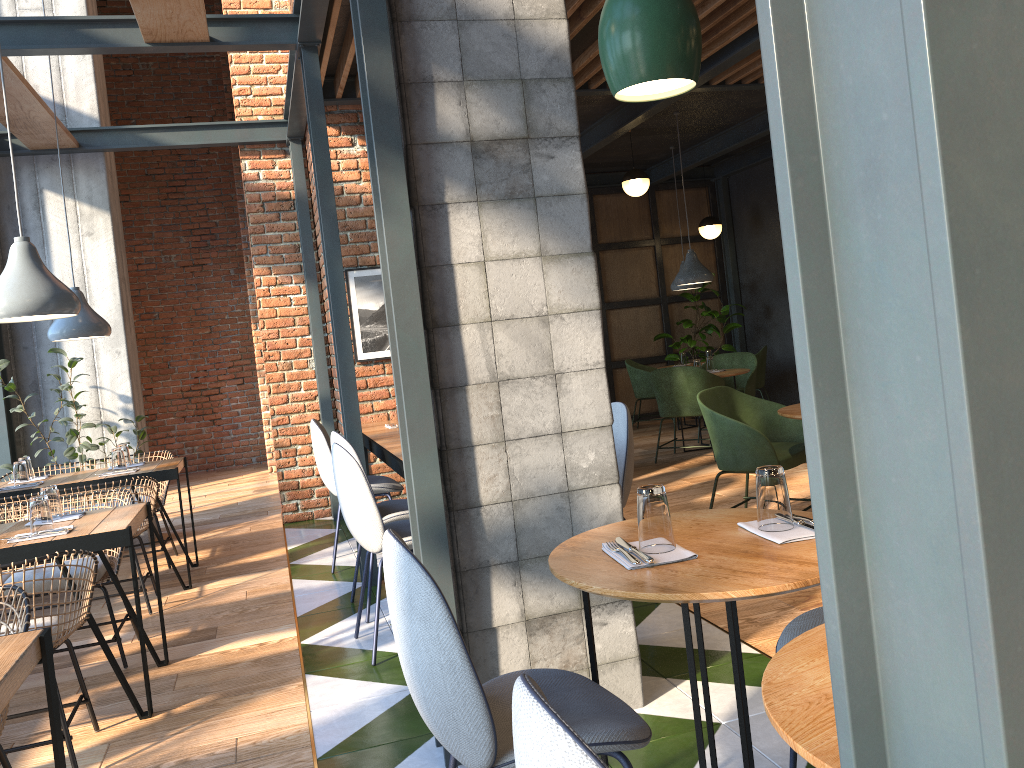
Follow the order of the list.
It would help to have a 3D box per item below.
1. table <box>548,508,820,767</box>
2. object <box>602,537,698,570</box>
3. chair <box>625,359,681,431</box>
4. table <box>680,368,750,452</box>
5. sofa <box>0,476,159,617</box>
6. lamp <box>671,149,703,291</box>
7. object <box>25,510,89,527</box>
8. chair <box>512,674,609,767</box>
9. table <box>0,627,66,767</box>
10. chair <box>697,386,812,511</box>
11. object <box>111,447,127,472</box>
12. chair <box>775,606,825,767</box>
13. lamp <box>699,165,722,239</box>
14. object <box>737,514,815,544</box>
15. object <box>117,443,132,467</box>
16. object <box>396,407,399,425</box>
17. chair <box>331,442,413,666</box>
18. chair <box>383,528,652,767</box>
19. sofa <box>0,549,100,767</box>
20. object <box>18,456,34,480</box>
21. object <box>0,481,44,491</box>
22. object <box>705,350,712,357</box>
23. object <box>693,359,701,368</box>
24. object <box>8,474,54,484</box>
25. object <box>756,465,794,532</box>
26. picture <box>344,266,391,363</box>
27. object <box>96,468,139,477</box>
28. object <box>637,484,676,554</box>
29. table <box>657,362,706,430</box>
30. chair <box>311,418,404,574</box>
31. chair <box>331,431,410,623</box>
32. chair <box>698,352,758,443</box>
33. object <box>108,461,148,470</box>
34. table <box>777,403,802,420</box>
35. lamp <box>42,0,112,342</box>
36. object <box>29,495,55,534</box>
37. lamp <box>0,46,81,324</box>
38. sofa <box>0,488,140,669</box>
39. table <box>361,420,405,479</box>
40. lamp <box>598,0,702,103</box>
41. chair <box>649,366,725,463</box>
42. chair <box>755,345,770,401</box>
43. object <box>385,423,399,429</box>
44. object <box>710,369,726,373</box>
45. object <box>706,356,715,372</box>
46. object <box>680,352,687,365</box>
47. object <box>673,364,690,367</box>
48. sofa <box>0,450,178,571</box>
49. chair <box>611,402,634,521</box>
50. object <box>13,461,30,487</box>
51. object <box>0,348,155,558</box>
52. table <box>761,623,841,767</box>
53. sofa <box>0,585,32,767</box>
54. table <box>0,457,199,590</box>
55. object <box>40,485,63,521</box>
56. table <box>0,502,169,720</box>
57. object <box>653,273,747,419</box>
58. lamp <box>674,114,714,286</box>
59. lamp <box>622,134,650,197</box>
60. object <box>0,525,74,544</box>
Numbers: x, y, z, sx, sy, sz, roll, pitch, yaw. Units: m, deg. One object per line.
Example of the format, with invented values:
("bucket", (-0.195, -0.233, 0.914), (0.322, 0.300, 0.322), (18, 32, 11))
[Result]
("table", (0.470, 0.724, 1.958), (0.700, 0.746, 0.700), (-7, 2, -5))
("object", (0.293, 0.360, 1.940), (0.157, 0.019, 0.243), (-7, 3, -10))
("chair", (1.579, 0.105, 9.950), (0.514, 0.818, 0.640), (-6, 2, 16))
("table", (1.816, 0.247, 8.155), (0.806, 0.687, 0.810), (-5, 2, 26))
("sofa", (-2.434, 0.906, 4.705), (1.093, 0.732, 0.470), (-7, 1, -16))
("lamp", (1.679, -3.275, 9.763), (0.352, 4.488, 0.353), (-6, 1, 20))
("object", (-1.869, 0.550, 3.658), (0.243, 0.019, 0.157), (-7, 3, -14))
("chair", (0.295, 0.729, 0.984), (0.508, 0.887, 0.418), (-7, 1, -15))
("table", (-1.544, 0.997, 1.560), (1.273, 0.705, 0.658), (-7, 2, -16))
("chair", (1.372, 0.416, 4.916), (0.514, 0.818, 0.640), (-5, 2, 39))
("object", (-2.311, 0.446, 5.201), (0.080, 0.138, 0.080), (-8, 2, -42))
("chair", (0.887, 0.599, 2.074), (0.508, 0.887, 0.418), (-7, 1, -10))
("lamp", (2.127, -3.582, 10.377), (0.268, 3.792, 0.269), (-6, 1, 27))
("object", (0.623, 0.320, 1.983), (0.157, 0.019, 0.243), (-7, 3, -10))
("object", (-2.401, 0.440, 5.474), (0.080, 0.138, 0.080), (-8, 2, -42))
("object", (-0.681, 0.183, 5.486), (0.080, 0.138, 0.080), (-6, 1, 6))
("chair", (-0.472, 0.656, 3.793), (0.508, 0.887, 0.418), (-7, 1, -19))
("chair", (0.026, 0.710, 1.862), (0.508, 0.887, 0.418), (-7, 1, -15))
("sofa", (-1.910, 0.952, 2.852), (1.093, 0.732, 0.470), (-7, 1, -16))
("object", (-2.925, 0.509, 5.325), (0.080, 0.138, 0.080), (-8, 2, -42))
("object", (-2.799, 0.577, 5.036), (0.243, 0.019, 0.157), (-7, 3, -17))
("object", (2.162, -0.304, 9.726), (0.080, 0.138, 0.080), (-7, 1, -8))
("object", (1.680, -0.153, 8.035), (0.080, 0.138, 0.080), (-6, 1, 22))
("object", (-2.904, 0.571, 5.353), (0.243, 0.019, 0.157), (-7, 3, -15))
("object", (0.588, 0.256, 1.999), (0.080, 0.138, 0.080), (-5, 2, 42))
("picture", (-0.885, -0.483, 6.015), (0.430, 0.631, 0.015), (-7, 1, -16))
("object", (-2.309, 0.513, 5.176), (0.243, 0.019, 0.157), (-7, 3, -15))
("object", (0.310, 0.292, 1.932), (0.080, 0.138, 0.080), (-7, 2, -38))
("table", (2.048, 0.127, 9.788), (0.808, 0.687, 0.807), (-7, 2, -16))
("chair", (-0.909, 0.619, 5.327), (0.508, 0.887, 0.418), (-7, 1, -9))
("chair", (-0.591, 0.638, 4.356), (0.508, 0.887, 0.418), (-7, 1, -19))
("chair", (2.102, 0.122, 8.604), (0.637, 0.818, 0.516), (-5, 2, 34))
("object", (-2.380, 0.503, 5.503), (0.243, 0.019, 0.157), (-7, 3, -15))
("table", (1.833, 0.448, 4.591), (0.806, 0.687, 0.809), (-6, 2, 15))
("lamp", (-2.877, -2.504, 5.366), (0.352, 4.488, 0.353), (-6, 1, 20))
("object", (-1.776, 0.491, 3.338), (0.080, 0.138, 0.080), (-7, 1, -14))
("lamp", (-2.101, -2.479, 3.383), (0.352, 4.488, 0.354), (-6, 1, 36))
("sofa", (-2.217, 0.925, 3.938), (1.093, 0.732, 0.470), (-7, 1, -16))
("table", (-0.357, 0.652, 4.707), (0.659, 0.765, 2.772), (-7, 3, -16))
("lamp", (0.200, -1.647, 1.936), (0.224, 2.021, 0.223), (-7, 1, -12))
("chair", (1.545, 0.235, 7.739), (0.637, 0.818, 0.516), (-6, 2, 29))
("chair", (2.544, 0.015, 9.603), (0.514, 0.818, 0.640), (-6, 2, 21))
("object", (-0.702, 0.251, 5.500), (0.158, 0.019, 0.242), (-7, 3, -17))
("object", (1.886, -0.123, 8.274), (0.242, 0.019, 0.158), (-4, 4, 39))
("object", (1.848, -0.185, 8.269), (0.080, 0.138, 0.080), (-6, 1, 22))
("object", (1.905, -0.282, 9.852), (0.080, 0.138, 0.080), (-7, 2, -38))
("object", (1.898, -0.216, 9.875), (0.157, 0.019, 0.243), (-5, 4, 29))
("sofa", (-2.741, 0.879, 5.791), (1.093, 0.732, 0.470), (-7, 1, -16))
("chair", (0.328, 0.552, 4.014), (0.508, 0.887, 0.418), (-7, 1, -20))
("object", (-2.806, 0.510, 5.060), (0.080, 0.138, 0.080), (-6, 1, 16))
("object", (-3.056, 0.507, 6.144), (0.859, 1.497, 0.899), (-6, 1, 3))
("table", (0.713, 0.745, 1.101), (0.698, 0.746, 0.701), (-6, 2, 27))
("sofa", (-1.699, 0.971, 2.104), (1.093, 0.732, 0.470), (-7, 1, -16))
("table", (-2.586, 0.906, 5.246), (1.273, 0.705, 0.658), (-7, 2, -16))
("object", (-1.892, 0.487, 3.629), (0.080, 0.138, 0.080), (-8, 2, -41))
("table", (-2.063, 0.952, 3.397), (1.273, 0.705, 0.658), (-7, 2, -16))
("object", (2.290, -0.501, 10.549), (1.057, 1.794, 0.722), (-7, 1, -5))
("lamp", (1.420, -3.151, 8.116), (0.352, 4.488, 0.353), (-6, 1, 20))
("lamp", (1.008, -3.712, 8.627), (0.269, 3.792, 0.267), (-7, 1, -36))
("object", (-1.774, 0.559, 3.313), (0.243, 0.019, 0.157), (-7, 3, -17))
